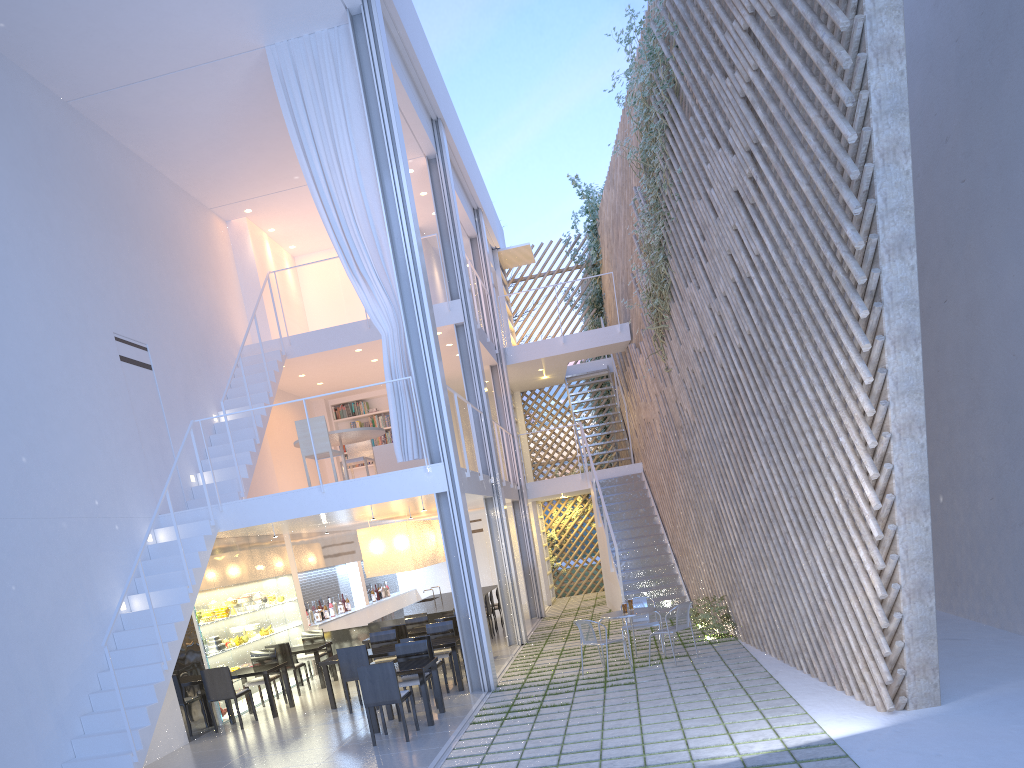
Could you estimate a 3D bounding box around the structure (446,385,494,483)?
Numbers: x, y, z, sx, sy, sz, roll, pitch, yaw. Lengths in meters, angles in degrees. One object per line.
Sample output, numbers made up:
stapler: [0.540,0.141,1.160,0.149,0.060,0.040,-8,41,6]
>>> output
structure: [-0.302,0.383,5.747,0.028,0.557,1.675,-8,-7,6]

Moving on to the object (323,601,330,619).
object: [-1.929,1.897,6.623,0.059,0.295,2.394,-8,-9,7]

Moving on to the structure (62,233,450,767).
structure: [-1.374,0.429,4.946,1.746,3.389,3.558,-8,0,6]

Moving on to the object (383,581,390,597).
object: [-1.509,2.447,9.829,0.043,0.209,0.047,-18,14,-41]

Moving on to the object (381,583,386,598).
object: [-1.528,2.440,9.717,0.043,0.192,0.045,-17,13,-36]

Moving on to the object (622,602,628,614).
object: [0.700,1.392,5.106,0.030,0.079,0.031,-16,11,-37]

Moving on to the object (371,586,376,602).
object: [-1.575,2.379,9.316,0.041,0.187,0.040,-13,11,-22]

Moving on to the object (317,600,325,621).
object: [-1.919,1.902,6.651,0.107,0.291,2.041,-8,-9,8]

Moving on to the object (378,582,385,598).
object: [-1.539,2.421,9.646,0.046,0.209,0.044,-7,11,9]

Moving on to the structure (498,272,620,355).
structure: [0.464,-0.688,8.121,1.151,0.588,0.025,-10,11,9]

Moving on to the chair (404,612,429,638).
chair: [-0.764,2.071,6.615,0.194,0.452,0.226,-8,7,7]

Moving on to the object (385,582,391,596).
object: [-1.498,2.465,9.891,0.044,0.192,0.040,-5,11,19]

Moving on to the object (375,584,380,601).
object: [-1.548,2.386,9.415,0.044,0.200,0.043,-9,10,-2]

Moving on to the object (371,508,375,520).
object: [-0.895,0.832,5.280,0.029,0.082,0.027,-6,10,18]

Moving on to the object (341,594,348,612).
object: [-1.708,2.226,8.368,0.044,0.200,0.043,-9,10,-2]

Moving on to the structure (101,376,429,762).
structure: [-1.192,0.883,4.326,1.379,1.841,1.389,-9,4,7]

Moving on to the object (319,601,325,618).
object: [-1.942,1.915,6.699,0.068,0.291,2.115,-8,-9,6]

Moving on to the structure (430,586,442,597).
structure: [-0.830,2.266,8.955,0.114,0.128,0.032,-9,10,8]

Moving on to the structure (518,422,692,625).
structure: [0.792,1.241,7.678,1.188,2.009,1.915,-9,1,0]

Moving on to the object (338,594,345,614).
object: [-1.710,2.192,8.202,0.046,0.209,0.044,-7,11,9]

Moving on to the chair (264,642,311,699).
chair: [-1.705,2.172,6.282,0.194,0.452,0.226,-8,7,7]

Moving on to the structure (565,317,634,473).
structure: [0.922,0.100,9.290,0.539,1.939,1.211,-9,5,1]

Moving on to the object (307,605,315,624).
object: [-1.960,1.890,6.545,0.046,0.291,1.844,-8,-9,7]

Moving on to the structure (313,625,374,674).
structure: [-1.485,2.323,7.192,0.562,0.382,0.011,-10,11,9]

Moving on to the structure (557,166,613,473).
structure: [1.208,0.036,10.793,1.125,4.650,3.180,-8,4,4]

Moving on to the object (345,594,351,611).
object: [-1.683,2.240,8.434,0.041,0.187,0.040,-13,11,-22]

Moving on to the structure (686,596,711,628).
structure: [1.454,1.729,6.260,0.271,0.268,0.253,-9,1,15]

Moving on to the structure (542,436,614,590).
structure: [0.849,1.696,10.397,1.155,2.062,0.272,-8,11,8]

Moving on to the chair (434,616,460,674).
chair: [-0.420,1.920,6.097,0.194,0.452,0.226,-8,7,7]

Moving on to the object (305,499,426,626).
object: [-1.238,1.450,6.285,1.685,0.833,1.818,-10,-6,5]

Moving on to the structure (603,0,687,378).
structure: [1.131,-1.248,5.686,0.743,2.792,2.297,-9,3,-2]

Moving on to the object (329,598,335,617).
object: [-1.748,2.163,7.960,0.044,0.192,0.040,-7,11,8]

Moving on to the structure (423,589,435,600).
structure: [-0.871,2.215,8.628,0.114,0.128,0.032,-9,10,8]

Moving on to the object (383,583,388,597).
object: [-1.506,2.445,9.769,0.046,0.192,0.042,-8,10,7]

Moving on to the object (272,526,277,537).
object: [-1.558,0.964,5.386,0.029,0.082,0.027,-6,10,18]

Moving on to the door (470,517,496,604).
door: [-1.406,2.053,8.120,0.487,1.192,5.381,-6,-7,19]

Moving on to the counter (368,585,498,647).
counter: [-0.661,2.374,8.295,0.822,0.377,2.485,-10,-9,6]

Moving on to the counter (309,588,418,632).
counter: [-1.554,2.641,9.058,0.234,0.436,3.587,-8,-9,6]

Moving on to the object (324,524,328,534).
object: [-1.437,1.115,6.348,0.029,0.082,0.027,-6,10,18]

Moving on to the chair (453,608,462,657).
chair: [-0.362,1.991,6.551,0.194,0.452,0.226,-8,7,7]

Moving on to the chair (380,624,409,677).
chair: [-0.821,2.000,6.161,0.194,0.452,0.226,-8,7,7]

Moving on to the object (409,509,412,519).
object: [-0.774,0.983,6.242,0.029,0.082,0.027,-6,10,18]

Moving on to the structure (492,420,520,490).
structure: [-0.076,0.664,7.534,0.028,0.557,1.677,-8,-7,6]

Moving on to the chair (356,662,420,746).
chair: [-0.629,1.621,4.222,0.194,0.452,0.226,-8,7,7]

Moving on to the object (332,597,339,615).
object: [-1.739,2.184,8.083,0.043,0.192,0.045,-16,13,-35]

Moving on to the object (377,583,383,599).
object: [-1.546,2.406,9.561,0.047,0.210,0.043,-8,11,7]

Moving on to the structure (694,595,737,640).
structure: [1.388,1.592,5.623,0.294,0.332,0.311,-10,1,-8]

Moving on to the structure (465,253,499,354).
structure: [-0.292,-0.717,7.251,0.028,0.557,1.677,-8,-7,6]

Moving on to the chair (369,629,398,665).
chair: [-0.884,1.921,5.662,0.194,0.452,0.226,-8,7,7]

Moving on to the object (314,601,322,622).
object: [-1.925,1.895,6.606,0.047,0.291,1.968,-8,-9,6]

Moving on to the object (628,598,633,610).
object: [0.763,1.413,5.286,0.030,0.079,0.031,-16,11,-37]
